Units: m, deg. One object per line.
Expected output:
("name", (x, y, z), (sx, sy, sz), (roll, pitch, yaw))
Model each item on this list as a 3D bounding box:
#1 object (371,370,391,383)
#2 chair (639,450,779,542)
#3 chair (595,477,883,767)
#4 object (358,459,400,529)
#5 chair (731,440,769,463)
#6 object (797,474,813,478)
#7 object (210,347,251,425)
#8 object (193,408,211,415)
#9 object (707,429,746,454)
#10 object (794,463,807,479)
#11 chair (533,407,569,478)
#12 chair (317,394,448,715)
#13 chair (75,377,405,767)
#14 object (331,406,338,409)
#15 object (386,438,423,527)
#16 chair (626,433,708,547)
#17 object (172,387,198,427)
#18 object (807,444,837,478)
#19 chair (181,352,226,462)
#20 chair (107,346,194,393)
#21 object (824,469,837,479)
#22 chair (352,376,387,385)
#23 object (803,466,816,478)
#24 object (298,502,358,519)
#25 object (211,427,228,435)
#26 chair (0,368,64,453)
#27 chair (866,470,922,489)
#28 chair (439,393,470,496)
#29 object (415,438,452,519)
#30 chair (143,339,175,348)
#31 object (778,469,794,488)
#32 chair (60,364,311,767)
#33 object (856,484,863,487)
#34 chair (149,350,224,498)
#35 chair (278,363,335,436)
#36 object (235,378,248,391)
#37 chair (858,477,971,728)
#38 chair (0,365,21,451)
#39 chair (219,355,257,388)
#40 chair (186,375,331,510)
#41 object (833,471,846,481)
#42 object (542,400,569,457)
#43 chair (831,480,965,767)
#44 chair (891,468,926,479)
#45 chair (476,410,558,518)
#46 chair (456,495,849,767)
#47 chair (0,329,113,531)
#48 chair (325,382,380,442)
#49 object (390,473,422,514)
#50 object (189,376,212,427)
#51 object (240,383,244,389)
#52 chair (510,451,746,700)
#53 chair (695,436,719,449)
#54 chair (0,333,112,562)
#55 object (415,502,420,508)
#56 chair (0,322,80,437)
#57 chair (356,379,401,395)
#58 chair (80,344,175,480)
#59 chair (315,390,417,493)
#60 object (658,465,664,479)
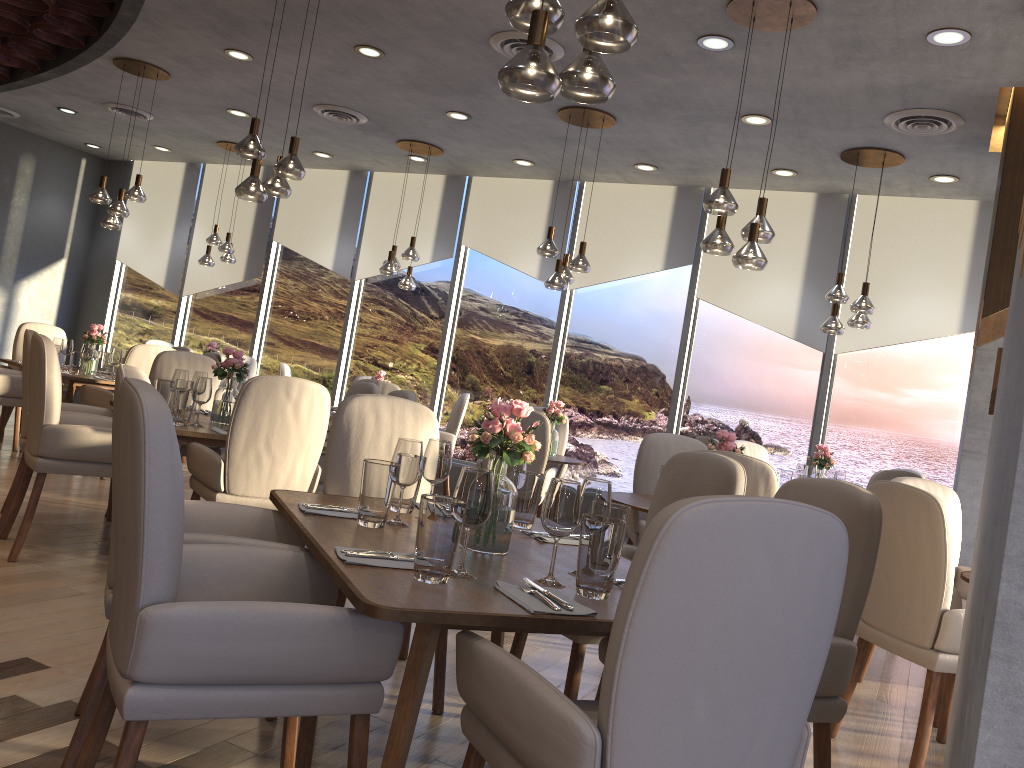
("object", (-1.240, 0.079, 8.211), (0.198, 0.416, 0.209), (9, -2, 23))
("chair", (0.802, 0.766, 3.757), (0.528, 1.001, 0.599), (9, -2, 3))
("chair", (0.588, 0.722, 2.391), (0.598, 1.001, 0.528), (10, -2, -21))
("object", (-0.373, 0.303, 2.443), (0.102, 0.178, 0.102), (9, -2, 16))
("chair", (1.915, 0.970, 6.925), (0.527, 1.001, 0.600), (10, -2, -21))
("object", (2.026, 0.727, 6.173), (0.102, 0.178, 0.102), (9, -2, -2))
("object", (-1.535, 0.008, 4.799), (0.210, 0.416, 0.198), (10, -2, -17))
("object", (-1.802, 0.164, 5.236), (0.157, 0.019, 0.255), (10, 0, -29))
("object", (1.043, 0.433, 4.407), (0.210, 0.416, 0.198), (10, -2, -17))
("object", (2.108, 0.710, 6.494), (0.092, 0.245, 0.092), (9, -2, 7))
("chair", (0.176, 0.683, 7.074), (0.528, 1.001, 0.599), (9, -2, 7))
("chair", (-0.456, 0.554, 3.155), (0.527, 1.001, 0.600), (10, -2, -21))
("chair", (-0.595, 0.523, 1.884), (0.598, 1.001, 0.529), (10, -2, -28))
("object", (-1.548, 0.228, 8.181), (0.255, 0.019, 0.157), (9, 0, -9))
("object", (-0.310, 0.281, 2.536), (0.092, 0.245, 0.092), (9, -2, 22))
("chair", (0.875, 0.785, 4.914), (0.528, 1.001, 0.599), (9, -2, 2))
("object", (-1.590, 0.113, 4.288), (0.102, 0.178, 0.102), (9, -2, 26))
("object", (2.220, 0.641, 6.380), (0.197, 0.416, 0.210), (10, -2, -27))
("chair", (-2.827, 0.187, 7.465), (0.529, 1.001, 0.598), (8, -2, 45))
("chair", (-3.235, 0.122, 7.853), (0.529, 1.001, 0.598), (8, -2, 40))
("object", (2.317, 0.744, 6.477), (0.092, 0.245, 0.092), (8, -2, 28))
("chair", (-1.429, 0.427, 8.730), (0.527, 1.001, 0.600), (10, -2, -12))
("object", (2.094, 0.706, 6.263), (0.092, 0.245, 0.092), (9, -2, 7))
("object", (-0.487, 0.366, 2.571), (0.254, 0.019, 0.157), (10, 0, -20))
("object", (-1.373, 0.230, 4.326), (0.157, 0.019, 0.255), (10, 0, -33))
("chair", (-3.706, 0.036, 6.504), (0.529, 1.001, 0.598), (8, -2, 38))
("chair", (2.290, 1.026, 5.826), (0.527, 1.001, 0.600), (10, -2, -20))
("chair", (-0.768, 0.534, 8.247), (0.599, 1.001, 0.528), (10, -2, -7))
("object", (-0.240, 0.293, 2.722), (0.092, 0.245, 0.092), (8, -2, 28))
("chair", (-3.884, 0.027, 9.886), (0.601, 1.001, 0.526), (8, -2, 39))
("object", (2.021, 0.729, 6.563), (0.102, 0.178, 0.102), (8, -2, 43))
("chair", (-0.833, 0.486, 2.400), (0.598, 1.001, 0.528), (10, -2, -21))
("object", (2.378, 0.786, 6.177), (0.102, 0.178, 0.102), (11, -2, -38))
("chair", (-2.053, 0.303, 5.491), (0.527, 1.001, 0.600), (10, -2, -28))
("chair", (-1.906, 0.344, 8.119), (0.599, 1.001, 0.528), (10, -2, -8))
("object", (-1.581, 0.086, 5.173), (0.092, 0.245, 0.092), (8, -3, 39))
("chair", (1.983, 0.964, 4.046), (0.527, 1.001, 0.600), (10, -2, -14))
("chair", (-4.131, -0.033, 6.878), (0.598, 1.001, 0.529), (11, -2, -45))
("chair", (-3.015, 0.167, 9.125), (0.601, 1.001, 0.526), (8, -2, 40))
("chair", (-1.187, 0.438, 4.067), (0.527, 1.001, 0.601), (11, -2, -33))
("object", (2.300, 0.740, 6.248), (0.092, 0.245, 0.092), (11, -2, -34))
("object", (0.292, 0.322, 6.486), (0.210, 0.416, 0.197), (9, -2, -2))
("chair", (1.579, 0.891, 3.247), (0.599, 1.001, 0.528), (10, -2, -17))
("chair", (2.642, 1.088, 6.551), (0.599, 1.001, 0.528), (10, -2, -16))
("chair", (0.015, 0.649, 5.926), (0.528, 1.001, 0.599), (9, -2, 7))
("chair", (0.215, 0.656, 1.643), (0.527, 1.001, 0.600), (10, -2, -26))
("chair", (-2.333, 0.252, 4.694), (0.598, 1.001, 0.529), (10, -2, -28))
("chair", (-1.194, 0.445, 5.361), (0.598, 1.001, 0.529), (11, -2, -33))
("object", (-0.335, 0.311, 2.782), (0.102, 0.178, 0.102), (9, -2, 7))
("object", (-1.542, 0.088, 4.390), (0.092, 0.245, 0.092), (9, -2, 12))
("object", (-1.353, 0.120, 4.496), (0.092, 0.245, 0.092), (10, -2, -8))
("chair", (0.370, 0.689, 2.913), (0.598, 1.001, 0.529), (10, -2, -26))
("chair", (1.539, 0.904, 6.245), (0.599, 1.001, 0.528), (10, -2, -17))
("chair", (-2.032, 0.299, 4.211), (0.598, 1.001, 0.529), (11, -2, -35))
("object", (-0.216, 0.412, 2.877), (0.157, 0.019, 0.255), (10, 0, -19))
("chair", (-4.092, -0.021, 7.725), (0.601, 1.001, 0.526), (8, -2, 45))
("chair", (-1.228, 0.453, 7.587), (0.527, 1.001, 0.600), (10, -2, -11))
("chair", (-2.861, 0.176, 6.606), (0.601, 1.001, 0.526), (8, -2, 40))
("chair", (-0.914, 0.488, 4.871), (0.598, 1.001, 0.529), (10, -2, -28))
("object", (0.800, 0.514, 4.573), (0.102, 0.178, 0.102), (9, -2, 6))
